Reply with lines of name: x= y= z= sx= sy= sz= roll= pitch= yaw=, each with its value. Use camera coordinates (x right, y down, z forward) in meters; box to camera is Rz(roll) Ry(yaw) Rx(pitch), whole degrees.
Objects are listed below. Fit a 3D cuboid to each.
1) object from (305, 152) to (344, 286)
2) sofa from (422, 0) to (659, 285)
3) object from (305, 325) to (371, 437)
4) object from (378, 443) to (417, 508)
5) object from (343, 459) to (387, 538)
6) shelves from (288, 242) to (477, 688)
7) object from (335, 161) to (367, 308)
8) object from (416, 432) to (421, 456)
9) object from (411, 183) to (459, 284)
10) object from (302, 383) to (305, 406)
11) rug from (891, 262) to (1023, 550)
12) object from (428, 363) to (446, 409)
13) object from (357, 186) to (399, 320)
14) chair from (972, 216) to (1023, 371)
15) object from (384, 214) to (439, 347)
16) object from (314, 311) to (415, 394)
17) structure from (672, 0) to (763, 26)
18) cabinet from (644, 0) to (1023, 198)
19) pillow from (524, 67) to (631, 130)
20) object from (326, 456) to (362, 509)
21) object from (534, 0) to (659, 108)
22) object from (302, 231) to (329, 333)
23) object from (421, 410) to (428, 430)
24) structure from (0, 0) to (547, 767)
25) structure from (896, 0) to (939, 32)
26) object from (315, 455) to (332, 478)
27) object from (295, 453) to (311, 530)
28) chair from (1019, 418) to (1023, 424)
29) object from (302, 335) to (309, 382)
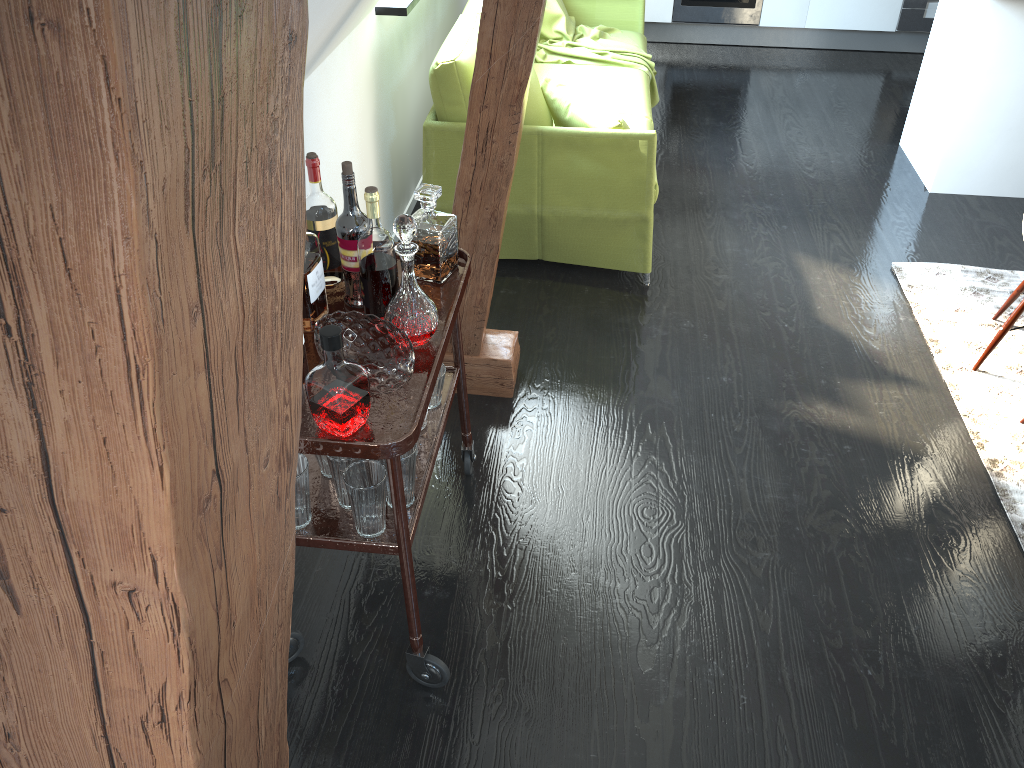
object: x=-0.434 y=-0.374 z=2.007 sx=0.081 sy=0.308 sz=0.081 roll=0 pitch=37 yaw=-1
sofa: x=0.204 y=-1.367 z=4.112 sx=0.898 sy=0.825 sz=2.093 roll=4 pitch=37 yaw=4
object: x=-0.316 y=-0.010 z=1.600 sx=0.087 sy=0.206 sz=0.087 roll=21 pitch=41 yaw=25
object: x=-0.242 y=0.191 z=1.889 sx=0.087 sy=0.155 sz=0.087 roll=-12 pitch=38 yaw=-17
object: x=-0.296 y=0.241 z=1.821 sx=0.087 sy=0.155 sz=0.087 roll=-12 pitch=38 yaw=-17
shelves: x=-0.335 y=0.161 z=2.119 sx=0.438 sy=0.732 sz=0.803 roll=2 pitch=37 yaw=2
object: x=-0.341 y=-0.322 z=1.918 sx=0.080 sy=0.329 sz=0.080 roll=-1 pitch=37 yaw=-2
object: x=-0.249 y=0.123 z=2.028 sx=0.092 sy=0.099 sz=0.092 roll=-9 pitch=38 yaw=-13
object: x=-0.191 y=-0.356 z=2.063 sx=0.101 sy=0.211 sz=0.101 roll=14 pitch=39 yaw=17
object: x=-0.448 y=-0.016 z=1.630 sx=0.052 sy=0.182 sz=0.135 roll=30 pitch=46 yaw=33
rug: x=2.336 y=0.351 z=2.501 sx=1.898 sy=0.022 sz=2.677 roll=4 pitch=37 yaw=5
object: x=-0.207 y=0.004 z=2.189 sx=0.092 sy=0.099 sz=0.092 roll=-9 pitch=38 yaw=-13
object: x=-0.284 y=-0.270 z=1.871 sx=0.081 sy=0.307 sz=0.081 roll=8 pitch=37 yaw=10
chair: x=1.820 y=-0.407 z=2.857 sx=0.542 sy=0.801 sz=0.465 roll=21 pitch=41 yaw=25
object: x=-0.209 y=-0.209 z=1.799 sx=0.114 sy=0.292 sz=0.114 roll=-13 pitch=39 yaw=-17
object: x=-0.292 y=-0.057 z=1.759 sx=0.245 sy=0.092 sz=0.151 roll=23 pitch=42 yaw=28
structure: x=1.423 y=-2.927 z=6.073 sx=0.583 sy=0.725 sz=0.749 roll=4 pitch=37 yaw=5
cabinet: x=2.576 y=-2.719 z=4.685 sx=4.208 sy=2.369 sz=3.033 roll=4 pitch=37 yaw=5
pillow: x=0.215 y=-1.063 z=3.374 sx=0.600 sy=0.387 sz=0.475 roll=3 pitch=37 yaw=3
object: x=-0.347 y=0.191 z=1.888 sx=0.087 sy=0.155 sz=0.087 roll=-12 pitch=38 yaw=-17
object: x=0.398 y=-1.750 z=4.595 sx=0.722 sy=0.493 sz=0.711 roll=2 pitch=37 yaw=1
object: x=-0.442 y=-0.240 z=1.868 sx=0.067 sy=0.257 sz=0.099 roll=7 pitch=37 yaw=9
object: x=-0.243 y=0.051 z=2.108 sx=0.095 sy=0.119 sz=0.095 roll=-20 pitch=41 yaw=-25
structure: x=-0.521 y=0.270 z=0.959 sx=1.023 sy=1.963 sz=12.350 roll=4 pitch=37 yaw=5
structure: x=2.898 y=-2.765 z=5.868 sx=0.612 sy=0.725 sz=0.582 roll=4 pitch=37 yaw=5
object: x=-0.403 y=0.153 z=1.985 sx=0.092 sy=0.099 sz=0.092 roll=-9 pitch=38 yaw=-13
object: x=-0.456 y=0.227 z=1.838 sx=0.087 sy=0.155 sz=0.087 roll=-12 pitch=38 yaw=-17
chair: x=1.749 y=-0.066 z=2.396 sx=0.542 sy=0.801 sz=0.465 roll=5 pitch=37 yaw=6
object: x=-0.442 y=-0.144 z=1.685 sx=0.073 sy=0.320 sz=0.073 roll=-1 pitch=37 yaw=-2
